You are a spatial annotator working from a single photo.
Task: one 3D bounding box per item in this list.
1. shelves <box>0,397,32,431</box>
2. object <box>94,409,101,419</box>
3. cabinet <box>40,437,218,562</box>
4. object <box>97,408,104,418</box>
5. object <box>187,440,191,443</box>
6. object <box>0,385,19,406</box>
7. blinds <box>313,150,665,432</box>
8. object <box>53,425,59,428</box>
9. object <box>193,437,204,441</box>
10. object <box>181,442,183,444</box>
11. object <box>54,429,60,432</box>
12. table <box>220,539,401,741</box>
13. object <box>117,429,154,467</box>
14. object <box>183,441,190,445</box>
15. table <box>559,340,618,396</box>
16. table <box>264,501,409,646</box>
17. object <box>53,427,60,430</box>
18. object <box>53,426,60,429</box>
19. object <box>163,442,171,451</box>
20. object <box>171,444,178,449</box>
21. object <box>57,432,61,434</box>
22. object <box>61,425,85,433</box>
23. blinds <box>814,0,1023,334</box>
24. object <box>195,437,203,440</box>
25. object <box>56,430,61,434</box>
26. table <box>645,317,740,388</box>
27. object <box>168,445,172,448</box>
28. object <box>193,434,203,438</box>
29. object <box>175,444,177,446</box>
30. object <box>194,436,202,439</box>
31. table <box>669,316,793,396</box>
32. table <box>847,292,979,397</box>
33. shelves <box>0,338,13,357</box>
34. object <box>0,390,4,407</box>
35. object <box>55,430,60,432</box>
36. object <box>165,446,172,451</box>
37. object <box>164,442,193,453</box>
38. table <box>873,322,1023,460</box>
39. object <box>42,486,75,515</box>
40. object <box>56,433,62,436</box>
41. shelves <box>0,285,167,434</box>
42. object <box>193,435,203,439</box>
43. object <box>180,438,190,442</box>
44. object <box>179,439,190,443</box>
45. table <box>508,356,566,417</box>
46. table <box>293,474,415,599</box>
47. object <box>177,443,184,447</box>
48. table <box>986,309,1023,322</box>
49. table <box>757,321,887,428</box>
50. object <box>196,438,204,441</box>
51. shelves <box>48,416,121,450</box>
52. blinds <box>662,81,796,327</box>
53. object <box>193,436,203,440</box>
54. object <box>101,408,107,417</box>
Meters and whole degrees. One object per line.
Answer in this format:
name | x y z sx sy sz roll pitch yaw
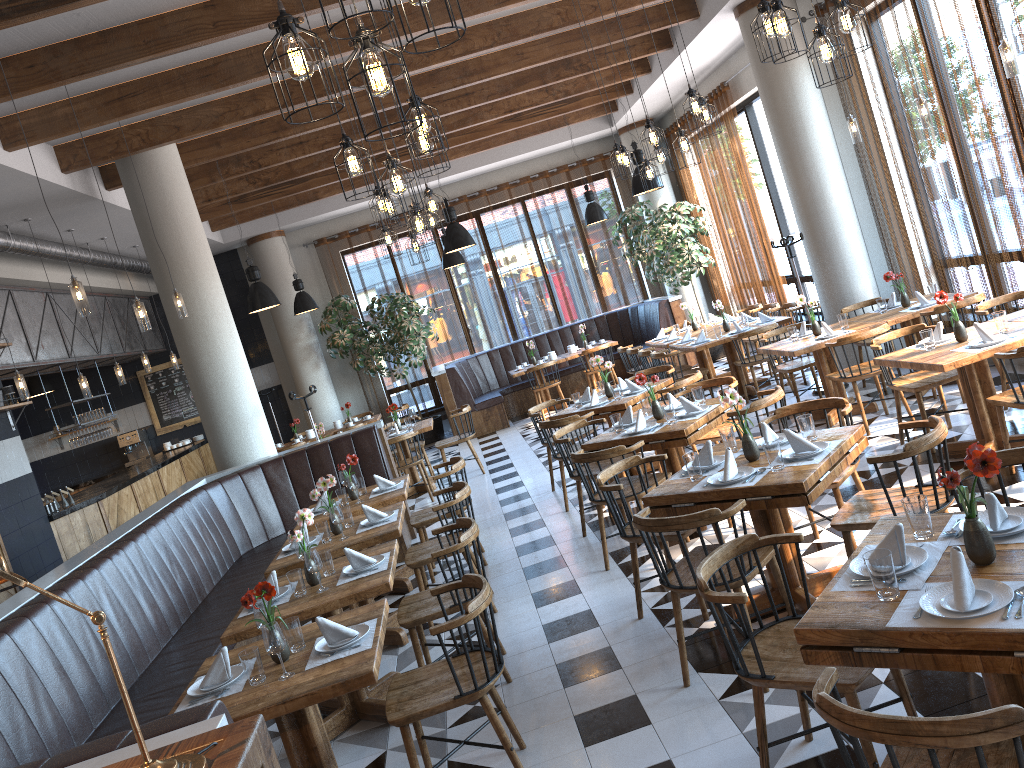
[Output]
shelves | -5.015 0.328 8.702 0.247 0.296 0.906 -18 5 -3
object | -5.541 0.408 11.813 0.079 0.132 0.080 -16 4 26
cabinet | -6.059 2.089 12.044 3.030 1.162 6.006 -18 5 -4
object | -5.552 0.399 11.930 0.079 0.132 0.080 -16 4 26
object | -5.351 0.964 14.634 0.079 0.066 0.099 -17 5 8
object | -5.098 0.128 8.967 0.143 0.200 0.142 -18 4 -13
blinds | -0.214 -1.561 15.321 5.547 3.574 0.155 -18 3 -4
object | -7.575 0.716 14.729 0.100 0.047 0.100 -18 5 -8
object | -5.265 0.929 14.897 0.175 0.016 0.177 -14 6 32
object | -5.444 0.994 14.627 0.079 0.066 0.099 -17 5 8
object | -7.564 0.771 14.732 0.101 0.057 0.100 -17 5 8
table | -0.925 1.425 4.735 0.851 0.762 0.852 -18 4 -4
object | -6.274 1.054 14.693 0.356 0.568 0.551 -18 4 -4
object | -5.342 0.972 14.526 0.079 0.066 0.099 -17 5 8
table | 1.298 -0.195 14.072 0.851 0.762 0.852 -18 4 -4
table | -1.019 1.346 5.821 0.851 0.762 0.852 -18 4 -4
object | -7.565 0.752 14.730 0.100 0.036 0.100 -17 5 8
object | -7.570 0.736 14.729 0.100 0.036 0.100 -18 5 -2
object | -5.759 1.042 14.819 0.129 0.128 0.130 -13 6 42
object | -5.528 1.032 14.512 0.079 0.066 0.099 -17 5 8
object | -7.541 0.825 14.741 0.099 0.048 0.101 -16 5 14
object | -7.287 0.753 14.768 0.351 0.060 0.233 -17 5 9
blinds | 3.937 -1.881 5.513 0.160 3.572 7.280 -18 5 -3
object | -5.268 0.919 14.897 0.175 0.016 0.177 -14 6 32
object | -7.550 0.810 14.738 0.100 0.050 0.099 -19 5 -18
table | 2.534 -0.344 11.689 1.215 0.762 1.217 -17 5 0
object | -5.630 1.054 14.613 0.079 0.066 0.099 -17 5 8
object | -5.280 0.880 14.894 0.175 0.016 0.177 -14 6 32
object | -5.537 1.024 14.620 0.079 0.066 0.099 -17 5 8
object | -5.274 0.900 14.896 0.175 0.016 0.177 -14 6 32
table | 2.642 -0.253 10.433 1.215 0.762 1.217 -17 5 0
table | 3.665 -0.330 7.995 0.851 0.762 0.852 -18 4 -4
shelves | -5.202 -0.271 8.668 0.247 0.296 0.906 -18 5 -3
object | -5.084 0.098 8.682 0.172 0.300 0.235 -18 4 -14
object | -7.558 0.791 14.734 0.100 0.043 0.099 -19 5 -16
object | -5.621 1.061 14.505 0.079 0.066 0.099 -17 5 8
object | -5.480 1.038 14.561 0.437 0.018 0.273 -18 5 -4
table | 3.039 0.089 5.740 0.851 0.762 0.852 -18 4 -4
object | -5.067 1.302 9.628 0.422 0.203 0.599 -18 5 -4
object | -7.535 0.845 14.744 0.100 0.036 0.100 -18 5 -7
shelves | -5.931 -0.305 12.048 0.682 1.791 5.876 -18 5 -3
object | -5.277 0.890 14.895 0.175 0.016 0.177 -14 6 32
object | -5.499 0.950 14.878 0.175 0.016 0.177 -14 6 32
object | -5.496 0.960 14.878 0.175 0.016 0.177 -14 6 32
table | 0.486 0.064 14.010 0.851 0.762 0.852 -18 4 -4
table | -1.113 1.267 6.920 0.851 0.762 0.852 -18 4 -4
object | -5.435 1.002 14.519 0.079 0.066 0.099 -17 5 8
table | 3.853 -0.171 5.802 0.851 0.762 0.852 -18 4 -4
table | 2.851 -0.070 7.933 0.851 0.762 0.852 -18 4 -4
object | -5.262 0.938 14.898 0.175 0.016 0.177 -14 6 32
shelves | -7.122 0.828 14.769 1.042 0.297 0.301 -18 4 -4
blinds | 3.254 -2.465 13.535 0.155 3.573 3.204 -18 4 -3
object | -5.271 0.909 14.896 0.175 0.016 0.177 -14 6 32
object | -5.562 0.391 12.047 0.079 0.132 0.080 -16 4 26
